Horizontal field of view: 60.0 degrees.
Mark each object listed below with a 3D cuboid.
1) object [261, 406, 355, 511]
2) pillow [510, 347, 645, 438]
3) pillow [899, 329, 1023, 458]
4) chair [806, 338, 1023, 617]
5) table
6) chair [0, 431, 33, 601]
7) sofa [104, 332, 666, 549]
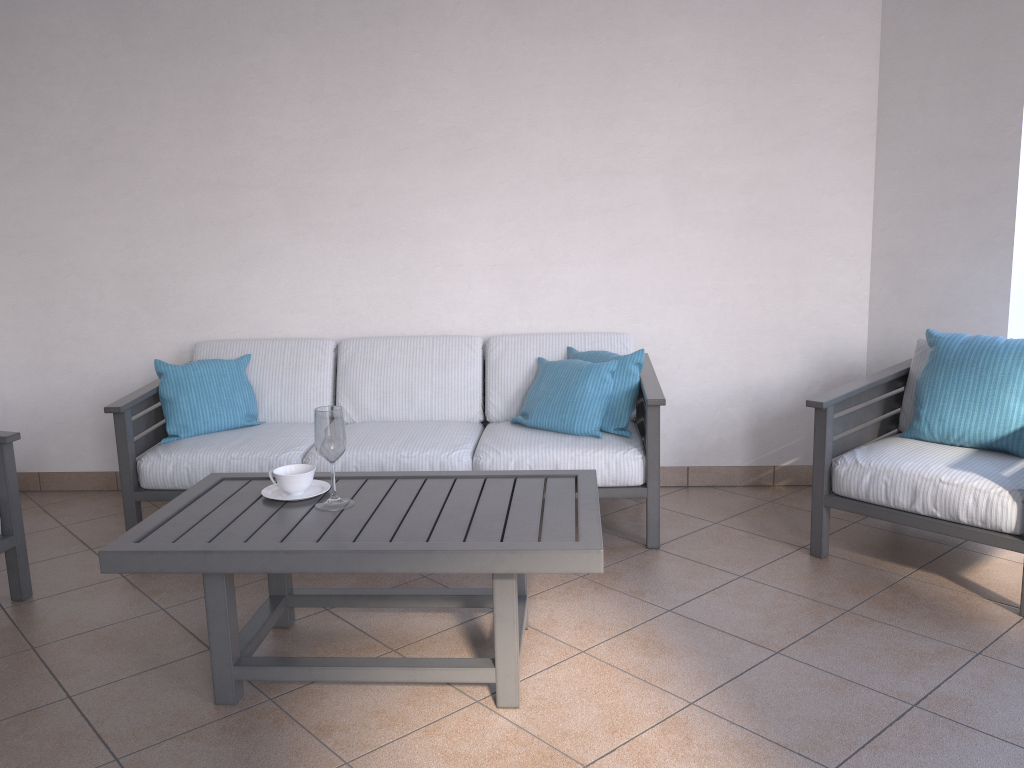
[{"bbox_3d":[-0.615,0.200,2.594,0.203,0.284,0.337,-9,12,-35],"label":"object"},{"bbox_3d":[0.275,0.038,3.676,0.543,0.370,0.377,8,14,43],"label":"pillow"},{"bbox_3d":[1.703,0.028,3.219,0.316,0.426,0.510,-11,14,-42],"label":"pillow"},{"bbox_3d":[1.631,0.257,3.198,0.807,0.765,0.797,-10,13,-40],"label":"chair"},{"bbox_3d":[-0.378,0.578,2.564,1.260,0.473,0.710,-1,10,4],"label":"table"},{"bbox_3d":[-2.139,0.445,2.757,0.807,0.765,0.797,0,10,9],"label":"chair"},{"bbox_3d":[-0.474,0.209,3.796,2.161,0.765,0.807,-1,10,4],"label":"sofa"}]
